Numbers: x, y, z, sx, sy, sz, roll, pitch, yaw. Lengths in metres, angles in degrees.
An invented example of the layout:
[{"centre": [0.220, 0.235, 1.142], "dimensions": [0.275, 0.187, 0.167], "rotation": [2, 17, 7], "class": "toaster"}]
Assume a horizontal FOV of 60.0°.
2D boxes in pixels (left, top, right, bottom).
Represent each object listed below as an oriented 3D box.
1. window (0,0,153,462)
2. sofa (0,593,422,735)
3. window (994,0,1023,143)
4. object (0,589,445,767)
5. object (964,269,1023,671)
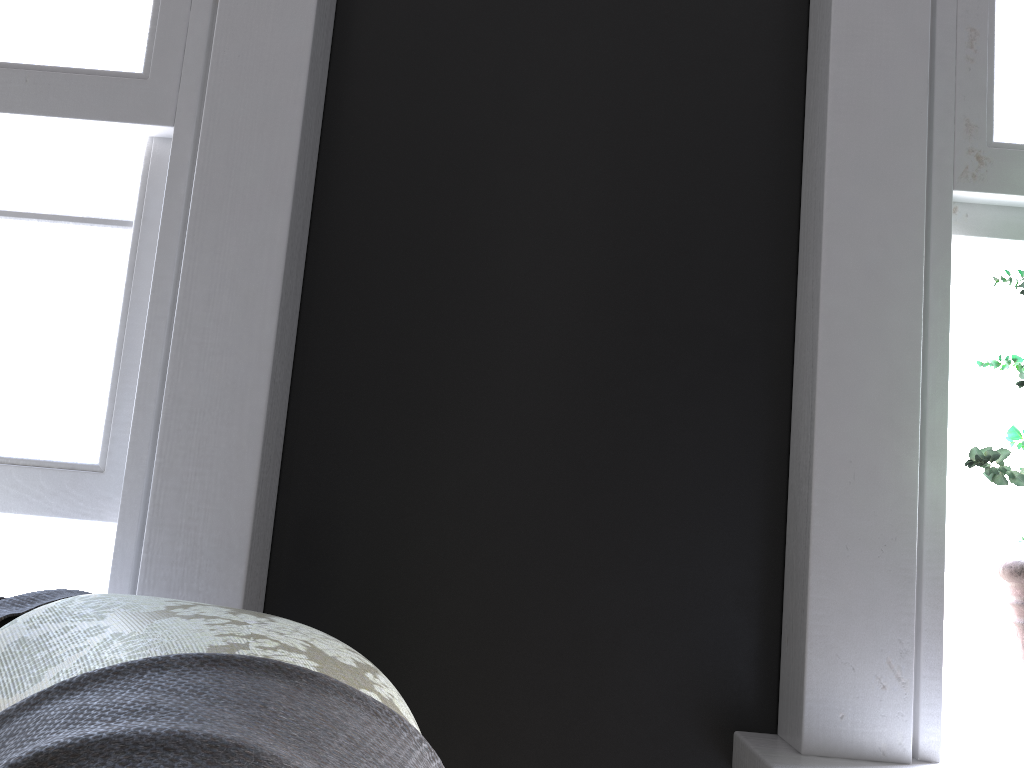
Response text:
[{"centre": [-1.276, -0.706, 1.698], "dimensions": [1.263, 1.667, 0.056], "rotation": [5, -8, 1], "class": "window"}, {"centre": [-1.459, 0.671, 0.633], "dimensions": [2.813, 1.157, 1.610], "rotation": [5, -8, 2], "class": "sofa"}, {"centre": [1.515, -0.795, 1.704], "dimensions": [1.263, 1.014, 0.056], "rotation": [5, -8, 1], "class": "window"}, {"centre": [-0.475, 0.485, 0.759], "dimensions": [0.518, 0.583, 1.368], "rotation": [12, -11, -39], "class": "object"}, {"centre": [1.006, 0.074, 1.439], "dimensions": [0.474, 1.131, 0.506], "rotation": [-2, -10, 40], "class": "object"}]
